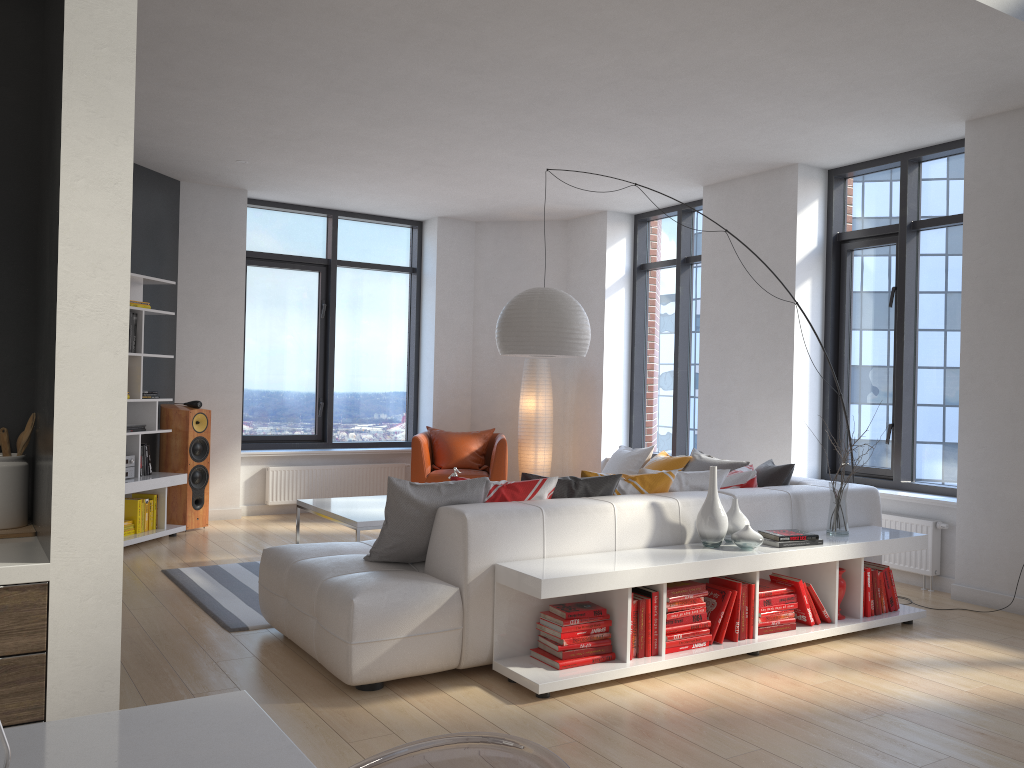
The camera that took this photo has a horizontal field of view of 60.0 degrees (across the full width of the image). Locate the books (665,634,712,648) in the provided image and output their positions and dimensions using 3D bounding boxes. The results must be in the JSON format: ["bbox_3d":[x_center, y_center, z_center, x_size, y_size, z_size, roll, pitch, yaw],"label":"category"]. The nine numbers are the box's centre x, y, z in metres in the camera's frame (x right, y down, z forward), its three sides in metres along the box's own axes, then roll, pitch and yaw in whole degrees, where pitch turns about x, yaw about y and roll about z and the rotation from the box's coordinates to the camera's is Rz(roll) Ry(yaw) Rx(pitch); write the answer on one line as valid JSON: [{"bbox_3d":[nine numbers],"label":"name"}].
[{"bbox_3d":[0.762,1.175,4.131,0.282,0.030,0.188,1,0,-31],"label":"books"}]

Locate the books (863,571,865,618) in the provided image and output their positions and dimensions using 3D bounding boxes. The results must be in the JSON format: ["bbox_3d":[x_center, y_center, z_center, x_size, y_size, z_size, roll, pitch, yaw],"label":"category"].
[{"bbox_3d":[1.829,1.120,4.792,0.026,0.250,0.168,2,0,-33],"label":"books"}]

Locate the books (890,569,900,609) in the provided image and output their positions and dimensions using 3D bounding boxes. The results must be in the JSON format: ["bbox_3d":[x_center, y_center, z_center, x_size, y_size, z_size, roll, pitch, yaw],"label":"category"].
[{"bbox_3d":[2.068,1.138,4.972,0.103,0.230,0.173,2,0,-32],"label":"books"}]

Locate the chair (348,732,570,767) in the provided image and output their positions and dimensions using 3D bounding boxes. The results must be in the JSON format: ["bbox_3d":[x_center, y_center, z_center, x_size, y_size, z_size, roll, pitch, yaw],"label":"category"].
[{"bbox_3d":[-0.148,0.844,0.927,0.434,0.838,0.475,2,0,-34],"label":"chair"}]

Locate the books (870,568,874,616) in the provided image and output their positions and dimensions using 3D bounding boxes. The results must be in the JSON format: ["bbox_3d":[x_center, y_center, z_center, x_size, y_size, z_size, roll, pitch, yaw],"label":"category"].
[{"bbox_3d":[1.884,1.118,4.833,0.056,0.262,0.185,2,0,-32],"label":"books"}]

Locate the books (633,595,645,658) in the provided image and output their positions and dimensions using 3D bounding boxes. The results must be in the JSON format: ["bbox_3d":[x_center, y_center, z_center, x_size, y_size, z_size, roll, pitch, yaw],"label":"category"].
[{"bbox_3d":[0.521,1.083,4.012,0.034,0.259,0.207,2,0,-32],"label":"books"}]

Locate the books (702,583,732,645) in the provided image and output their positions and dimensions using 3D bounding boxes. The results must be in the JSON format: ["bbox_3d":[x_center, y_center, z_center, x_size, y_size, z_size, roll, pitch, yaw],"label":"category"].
[{"bbox_3d":[0.935,1.099,4.251,0.144,0.247,0.188,2,0,-32],"label":"books"}]

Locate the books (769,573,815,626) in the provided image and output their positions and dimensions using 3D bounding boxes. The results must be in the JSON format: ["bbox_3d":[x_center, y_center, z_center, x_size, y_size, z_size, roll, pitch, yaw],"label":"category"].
[{"bbox_3d":[1.446,1.112,4.582,0.134,0.248,0.192,2,0,-32],"label":"books"}]

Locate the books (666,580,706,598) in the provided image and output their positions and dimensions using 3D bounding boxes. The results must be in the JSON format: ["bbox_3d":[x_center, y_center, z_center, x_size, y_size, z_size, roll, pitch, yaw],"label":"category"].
[{"bbox_3d":[0.739,0.948,4.149,0.259,0.034,0.206,2,0,-35],"label":"books"}]

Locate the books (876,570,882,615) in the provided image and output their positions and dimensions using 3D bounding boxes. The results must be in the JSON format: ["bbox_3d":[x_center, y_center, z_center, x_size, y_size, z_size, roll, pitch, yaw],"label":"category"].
[{"bbox_3d":[1.940,1.127,4.866,0.066,0.247,0.175,2,0,-32],"label":"books"}]

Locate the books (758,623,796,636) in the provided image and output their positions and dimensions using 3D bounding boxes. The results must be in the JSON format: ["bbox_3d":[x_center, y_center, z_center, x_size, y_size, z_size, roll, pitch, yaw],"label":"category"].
[{"bbox_3d":[1.265,1.214,4.484,0.259,0.034,0.206,1,0,-29],"label":"books"}]

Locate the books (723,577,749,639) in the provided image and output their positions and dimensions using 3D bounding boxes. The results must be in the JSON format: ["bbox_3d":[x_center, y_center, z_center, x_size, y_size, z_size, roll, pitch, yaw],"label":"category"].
[{"bbox_3d":[1.081,1.095,4.343,0.028,0.266,0.188,2,0,-32],"label":"books"}]

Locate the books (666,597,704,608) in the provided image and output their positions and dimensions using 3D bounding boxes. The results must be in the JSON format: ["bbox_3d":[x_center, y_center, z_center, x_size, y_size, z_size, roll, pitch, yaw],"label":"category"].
[{"bbox_3d":[0.738,1.003,4.147,0.257,0.025,0.182,2,0,-32],"label":"books"}]

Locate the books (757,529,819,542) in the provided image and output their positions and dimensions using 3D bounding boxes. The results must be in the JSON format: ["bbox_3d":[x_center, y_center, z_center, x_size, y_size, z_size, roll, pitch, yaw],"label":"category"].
[{"bbox_3d":[1.413,0.775,4.544,0.238,0.027,0.188,1,0,-19],"label":"books"}]

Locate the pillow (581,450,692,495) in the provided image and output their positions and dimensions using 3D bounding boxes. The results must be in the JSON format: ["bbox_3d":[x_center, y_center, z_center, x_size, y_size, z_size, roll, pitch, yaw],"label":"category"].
[{"bbox_3d":[0.782,0.683,5.601,0.630,0.440,2.095,1,0,15],"label":"pillow"}]

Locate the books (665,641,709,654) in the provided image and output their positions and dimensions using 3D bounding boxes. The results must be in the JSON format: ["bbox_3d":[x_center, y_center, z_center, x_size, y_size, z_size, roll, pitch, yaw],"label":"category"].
[{"bbox_3d":[0.750,1.204,4.144,0.274,0.029,0.200,2,0,-32],"label":"books"}]

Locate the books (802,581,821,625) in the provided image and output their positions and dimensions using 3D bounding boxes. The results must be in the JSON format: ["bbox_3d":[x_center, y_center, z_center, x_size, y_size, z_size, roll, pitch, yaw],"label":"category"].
[{"bbox_3d":[1.489,1.122,4.602,0.148,0.232,0.171,1,0,-31],"label":"books"}]

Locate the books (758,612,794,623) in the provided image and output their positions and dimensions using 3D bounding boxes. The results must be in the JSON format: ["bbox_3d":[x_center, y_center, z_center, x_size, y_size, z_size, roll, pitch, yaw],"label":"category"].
[{"bbox_3d":[1.268,1.159,4.483,0.257,0.025,0.182,2,0,-32],"label":"books"}]

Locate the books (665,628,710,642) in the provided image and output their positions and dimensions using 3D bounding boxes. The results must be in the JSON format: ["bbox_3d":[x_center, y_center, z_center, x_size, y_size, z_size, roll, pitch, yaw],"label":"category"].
[{"bbox_3d":[0.760,1.148,4.133,0.266,0.026,0.187,2,0,-33],"label":"books"}]

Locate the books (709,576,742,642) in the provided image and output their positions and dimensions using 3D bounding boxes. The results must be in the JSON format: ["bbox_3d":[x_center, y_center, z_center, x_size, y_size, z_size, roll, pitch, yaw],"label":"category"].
[{"bbox_3d":[1.027,1.086,4.301,0.046,0.282,0.199,2,0,-32],"label":"books"}]

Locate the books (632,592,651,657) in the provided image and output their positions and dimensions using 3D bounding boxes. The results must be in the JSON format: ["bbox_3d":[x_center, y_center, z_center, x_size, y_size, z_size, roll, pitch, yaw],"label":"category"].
[{"bbox_3d":[0.559,1.083,4.024,0.042,0.259,0.195,2,0,-32],"label":"books"}]

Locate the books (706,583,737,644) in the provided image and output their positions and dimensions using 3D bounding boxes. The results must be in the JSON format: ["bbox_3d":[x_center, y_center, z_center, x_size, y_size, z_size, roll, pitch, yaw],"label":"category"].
[{"bbox_3d":[0.974,1.100,4.267,0.115,0.245,0.192,2,0,-32],"label":"books"}]

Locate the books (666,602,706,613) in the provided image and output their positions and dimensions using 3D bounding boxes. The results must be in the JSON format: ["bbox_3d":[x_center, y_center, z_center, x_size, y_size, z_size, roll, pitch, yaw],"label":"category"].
[{"bbox_3d":[0.757,1.027,4.149,0.236,0.023,0.178,2,0,-32],"label":"books"}]

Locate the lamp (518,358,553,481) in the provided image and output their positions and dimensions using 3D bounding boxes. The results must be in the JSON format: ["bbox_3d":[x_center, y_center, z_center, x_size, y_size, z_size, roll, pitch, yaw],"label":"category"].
[{"bbox_3d":[0.423,0.528,8.720,0.804,1.550,0.502,1,0,18],"label":"lamp"}]

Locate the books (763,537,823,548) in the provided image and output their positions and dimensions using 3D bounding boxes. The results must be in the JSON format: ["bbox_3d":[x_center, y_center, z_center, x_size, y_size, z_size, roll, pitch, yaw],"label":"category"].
[{"bbox_3d":[1.400,0.802,4.565,0.300,0.026,0.245,1,0,-27],"label":"books"}]

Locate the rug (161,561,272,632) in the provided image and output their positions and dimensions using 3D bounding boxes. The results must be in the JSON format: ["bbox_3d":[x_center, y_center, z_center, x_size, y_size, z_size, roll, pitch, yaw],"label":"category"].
[{"bbox_3d":[-0.886,1.255,5.757,2.326,0.016,1.662,2,0,-32],"label":"rug"}]

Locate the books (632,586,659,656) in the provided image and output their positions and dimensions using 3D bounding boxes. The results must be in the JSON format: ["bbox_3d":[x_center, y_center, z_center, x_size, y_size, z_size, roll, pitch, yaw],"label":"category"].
[{"bbox_3d":[0.585,1.068,4.047,0.049,0.291,0.214,2,0,-32],"label":"books"}]

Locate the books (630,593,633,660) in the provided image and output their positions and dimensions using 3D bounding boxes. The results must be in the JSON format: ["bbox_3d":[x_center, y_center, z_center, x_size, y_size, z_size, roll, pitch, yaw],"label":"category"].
[{"bbox_3d":[0.465,1.065,3.973,0.036,0.294,0.208,2,0,-32],"label":"books"}]

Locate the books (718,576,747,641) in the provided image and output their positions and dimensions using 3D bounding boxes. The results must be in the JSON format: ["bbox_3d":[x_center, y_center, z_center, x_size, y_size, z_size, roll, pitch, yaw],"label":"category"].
[{"bbox_3d":[1.051,1.091,4.335,0.038,0.270,0.215,2,0,-32],"label":"books"}]

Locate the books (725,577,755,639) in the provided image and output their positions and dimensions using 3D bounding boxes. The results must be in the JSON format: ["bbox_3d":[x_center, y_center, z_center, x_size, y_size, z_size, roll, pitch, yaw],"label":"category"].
[{"bbox_3d":[1.113,1.093,4.345,0.028,0.269,0.181,2,0,-33],"label":"books"}]

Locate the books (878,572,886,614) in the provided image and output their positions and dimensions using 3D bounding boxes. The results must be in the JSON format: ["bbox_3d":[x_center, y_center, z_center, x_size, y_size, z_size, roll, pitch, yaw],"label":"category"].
[{"bbox_3d":[1.966,1.134,4.889,0.081,0.230,0.165,2,0,-32],"label":"books"}]

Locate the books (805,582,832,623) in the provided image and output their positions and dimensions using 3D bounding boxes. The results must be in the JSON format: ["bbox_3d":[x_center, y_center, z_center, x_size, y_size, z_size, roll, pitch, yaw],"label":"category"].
[{"bbox_3d":[1.536,1.129,4.631,0.186,0.223,0.188,2,0,-32],"label":"books"}]

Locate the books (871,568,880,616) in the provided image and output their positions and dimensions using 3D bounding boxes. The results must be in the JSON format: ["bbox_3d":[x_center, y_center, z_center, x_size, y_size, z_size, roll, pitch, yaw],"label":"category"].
[{"bbox_3d":[1.909,1.123,4.859,0.076,0.252,0.199,2,0,-32],"label":"books"}]

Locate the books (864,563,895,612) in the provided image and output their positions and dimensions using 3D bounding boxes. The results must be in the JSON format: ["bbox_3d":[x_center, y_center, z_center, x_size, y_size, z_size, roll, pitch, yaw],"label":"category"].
[{"bbox_3d":[2.014,1.127,4.932,0.119,0.249,0.187,2,0,-32],"label":"books"}]

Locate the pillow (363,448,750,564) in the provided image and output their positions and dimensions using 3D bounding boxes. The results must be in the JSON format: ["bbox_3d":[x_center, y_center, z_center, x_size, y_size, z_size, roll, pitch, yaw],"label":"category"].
[{"bbox_3d":[0.368,0.651,5.089,2.953,0.453,0.647,2,0,-45],"label":"pillow"}]

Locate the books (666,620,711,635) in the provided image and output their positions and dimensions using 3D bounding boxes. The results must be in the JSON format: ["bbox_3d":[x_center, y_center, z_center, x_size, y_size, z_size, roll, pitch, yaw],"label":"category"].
[{"bbox_3d":[0.744,1.120,4.166,0.301,0.032,0.227,2,0,-32],"label":"books"}]

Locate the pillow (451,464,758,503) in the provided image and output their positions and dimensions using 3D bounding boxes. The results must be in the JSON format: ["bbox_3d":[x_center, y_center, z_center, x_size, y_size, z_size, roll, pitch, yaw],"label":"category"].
[{"bbox_3d":[0.626,0.687,4.860,2.250,0.449,0.575,2,0,-35],"label":"pillow"}]

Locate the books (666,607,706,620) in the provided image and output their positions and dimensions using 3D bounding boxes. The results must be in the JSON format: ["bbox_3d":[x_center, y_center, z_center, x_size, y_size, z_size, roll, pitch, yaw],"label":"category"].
[{"bbox_3d":[0.747,1.052,4.148,0.261,0.027,0.191,2,0,-36],"label":"books"}]

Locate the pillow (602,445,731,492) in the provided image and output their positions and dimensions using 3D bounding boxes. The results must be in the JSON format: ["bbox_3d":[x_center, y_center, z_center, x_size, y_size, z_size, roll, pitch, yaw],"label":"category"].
[{"bbox_3d":[0.816,0.666,5.918,0.580,0.456,2.156,1,0,-6],"label":"pillow"}]

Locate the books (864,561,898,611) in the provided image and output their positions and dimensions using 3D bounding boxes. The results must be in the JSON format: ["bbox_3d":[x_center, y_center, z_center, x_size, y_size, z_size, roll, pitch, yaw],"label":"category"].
[{"bbox_3d":[2.041,1.124,4.953,0.116,0.255,0.198,2,0,-32],"label":"books"}]

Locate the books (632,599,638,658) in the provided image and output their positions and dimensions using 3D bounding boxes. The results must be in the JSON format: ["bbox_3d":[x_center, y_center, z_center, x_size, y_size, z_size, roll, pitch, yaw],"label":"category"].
[{"bbox_3d":[0.493,1.083,3.993,0.031,0.255,0.181,2,0,-32],"label":"books"}]

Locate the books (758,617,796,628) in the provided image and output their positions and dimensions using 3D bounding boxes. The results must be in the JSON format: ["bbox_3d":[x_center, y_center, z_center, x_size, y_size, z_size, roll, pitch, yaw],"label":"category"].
[{"bbox_3d":[1.263,1.184,4.472,0.266,0.026,0.187,1,0,-27],"label":"books"}]

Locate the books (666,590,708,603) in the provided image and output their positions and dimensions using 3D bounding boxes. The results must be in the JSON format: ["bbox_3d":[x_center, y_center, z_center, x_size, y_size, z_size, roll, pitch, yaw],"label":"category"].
[{"bbox_3d":[0.758,0.978,4.151,0.266,0.026,0.187,2,0,-38],"label":"books"}]

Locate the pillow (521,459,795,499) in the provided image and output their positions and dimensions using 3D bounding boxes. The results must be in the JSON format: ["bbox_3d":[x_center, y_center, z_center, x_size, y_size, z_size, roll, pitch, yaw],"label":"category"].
[{"bbox_3d":[0.899,0.668,5.041,2.120,0.436,0.608,2,0,-37],"label":"pillow"}]

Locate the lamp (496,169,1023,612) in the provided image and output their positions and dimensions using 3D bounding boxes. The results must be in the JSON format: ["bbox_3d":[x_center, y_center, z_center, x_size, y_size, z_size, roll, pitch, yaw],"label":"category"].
[{"bbox_3d":[1.489,-0.004,5.561,3.199,2.647,0.710,1,0,4],"label":"lamp"}]

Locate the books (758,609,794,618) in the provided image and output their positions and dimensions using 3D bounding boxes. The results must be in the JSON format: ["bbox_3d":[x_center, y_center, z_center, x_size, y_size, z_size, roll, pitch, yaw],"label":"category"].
[{"bbox_3d":[1.272,1.136,4.475,0.236,0.023,0.178,2,0,-32],"label":"books"}]

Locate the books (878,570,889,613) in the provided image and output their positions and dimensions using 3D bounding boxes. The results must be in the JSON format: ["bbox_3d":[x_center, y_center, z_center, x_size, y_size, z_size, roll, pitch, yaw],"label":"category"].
[{"bbox_3d":[1.985,1.134,4.905,0.083,0.233,0.178,2,0,-32],"label":"books"}]

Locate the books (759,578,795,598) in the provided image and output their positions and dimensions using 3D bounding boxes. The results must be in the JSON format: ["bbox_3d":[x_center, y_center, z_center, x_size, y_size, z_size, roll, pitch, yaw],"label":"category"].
[{"bbox_3d":[1.250,1.042,4.514,0.301,0.032,0.227,2,0,-32],"label":"books"}]

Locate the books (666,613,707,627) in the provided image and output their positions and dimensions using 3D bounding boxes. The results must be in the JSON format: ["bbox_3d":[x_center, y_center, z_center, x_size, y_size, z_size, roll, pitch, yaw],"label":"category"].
[{"bbox_3d":[0.739,1.085,4.163,0.279,0.039,0.206,1,0,-31],"label":"books"}]

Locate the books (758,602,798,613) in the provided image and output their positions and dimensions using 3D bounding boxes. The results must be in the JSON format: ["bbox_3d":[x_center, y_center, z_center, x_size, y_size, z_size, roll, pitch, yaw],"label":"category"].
[{"bbox_3d":[1.277,1.111,4.484,0.261,0.027,0.191,1,0,-28],"label":"books"}]

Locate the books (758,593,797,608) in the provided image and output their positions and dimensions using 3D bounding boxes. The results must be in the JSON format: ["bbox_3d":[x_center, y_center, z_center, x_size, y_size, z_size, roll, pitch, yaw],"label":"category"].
[{"bbox_3d":[1.268,1.077,4.497,0.279,0.039,0.206,2,0,-33],"label":"books"}]

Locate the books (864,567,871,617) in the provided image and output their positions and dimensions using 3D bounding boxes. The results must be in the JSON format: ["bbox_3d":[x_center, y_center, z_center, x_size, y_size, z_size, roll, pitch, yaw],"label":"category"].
[{"bbox_3d":[1.856,1.112,4.819,0.050,0.268,0.198,2,0,-32],"label":"books"}]

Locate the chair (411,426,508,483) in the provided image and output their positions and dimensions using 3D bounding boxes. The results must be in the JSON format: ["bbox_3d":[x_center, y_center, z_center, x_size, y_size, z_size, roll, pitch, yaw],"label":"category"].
[{"bbox_3d":[-0.489,0.849,8.479,0.896,0.858,0.843,1,0,0],"label":"chair"}]
